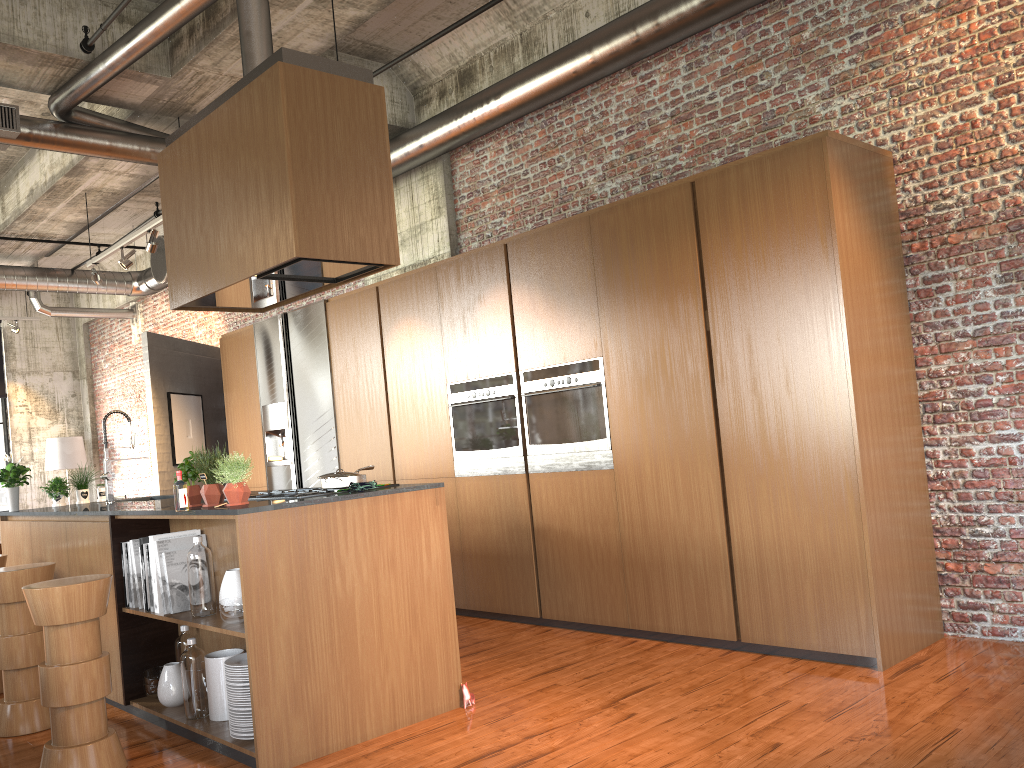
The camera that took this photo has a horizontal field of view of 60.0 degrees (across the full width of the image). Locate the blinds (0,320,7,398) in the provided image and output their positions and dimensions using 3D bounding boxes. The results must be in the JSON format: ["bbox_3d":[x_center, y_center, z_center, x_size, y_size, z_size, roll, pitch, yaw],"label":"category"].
[{"bbox_3d":[-9.995,-0.442,15.039,2.441,1.462,0.151,-3,-3,-43],"label":"blinds"}]

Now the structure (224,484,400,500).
[{"bbox_3d":[-1.276,0.655,5.396,0.677,0.019,1.099,-2,-5,-43],"label":"structure"}]

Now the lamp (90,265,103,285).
[{"bbox_3d":[-4.583,-1.210,9.768,0.102,0.211,0.261,-5,-3,-13],"label":"lamp"}]

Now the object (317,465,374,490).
[{"bbox_3d":[-1.006,0.571,5.422,0.331,0.120,0.730,-5,-3,-8],"label":"object"}]

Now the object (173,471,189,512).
[{"bbox_3d":[-1.699,0.548,4.544,0.056,0.208,0.056,-4,-2,-43],"label":"object"}]

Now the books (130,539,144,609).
[{"bbox_3d":[-2.154,1.139,5.417,0.293,0.414,0.101,-3,-3,-43],"label":"books"}]

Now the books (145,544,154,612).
[{"bbox_3d":[-2.010,1.127,5.259,0.284,0.391,0.036,-3,-3,-43],"label":"books"}]

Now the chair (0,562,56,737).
[{"bbox_3d":[-2.981,1.604,5.419,0.411,0.962,0.409,-6,-2,26],"label":"chair"}]

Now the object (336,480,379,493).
[{"bbox_3d":[-0.856,0.559,4.878,0.185,0.067,0.392,-6,-3,3],"label":"object"}]

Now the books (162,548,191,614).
[{"bbox_3d":[-1.867,1.127,5.111,0.246,0.347,0.085,-3,-3,-43],"label":"books"}]

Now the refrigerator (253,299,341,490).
[{"bbox_3d":[-1.839,0.737,9.744,1.210,3.047,1.520,-4,-3,-43],"label":"refrigerator"}]

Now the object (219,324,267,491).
[{"bbox_3d":[-2.750,0.866,10.549,0.859,3.042,0.912,-4,-2,-43],"label":"object"}]

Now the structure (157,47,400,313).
[{"bbox_3d":[-1.478,-1.135,5.403,0.663,1.124,1.632,-3,-3,-43],"label":"structure"}]

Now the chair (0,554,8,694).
[{"bbox_3d":[-3.859,1.750,6.434,0.411,0.962,0.409,-6,-2,26],"label":"chair"}]

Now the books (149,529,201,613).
[{"bbox_3d":[-1.958,1.093,5.196,0.284,0.443,0.059,-3,-3,-43],"label":"books"}]

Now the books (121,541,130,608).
[{"bbox_3d":[-2.274,1.167,5.527,0.284,0.395,0.036,-3,-3,-43],"label":"books"}]

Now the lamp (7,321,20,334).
[{"bbox_3d":[-8.528,-0.966,15.204,0.226,0.215,0.102,-5,-2,-2],"label":"lamp"}]

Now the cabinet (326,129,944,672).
[{"bbox_3d":[0.399,0.361,7.166,0.859,3.041,5.354,-4,-3,-43],"label":"cabinet"}]

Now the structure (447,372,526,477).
[{"bbox_3d":[-0.244,0.347,7.186,0.079,0.794,0.861,-4,-3,-43],"label":"structure"}]

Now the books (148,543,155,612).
[{"bbox_3d":[-1.983,1.119,5.235,0.284,0.400,0.036,-3,-3,-43],"label":"books"}]

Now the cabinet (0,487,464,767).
[{"bbox_3d":[-2.259,1.455,6.165,1.244,1.242,4.370,-3,-4,-43],"label":"cabinet"}]

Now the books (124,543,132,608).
[{"bbox_3d":[-2.240,1.164,5.506,0.284,0.391,0.036,-3,-3,-43],"label":"books"}]

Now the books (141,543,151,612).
[{"bbox_3d":[-2.044,1.130,5.280,0.284,0.395,0.036,-3,-3,-43],"label":"books"}]

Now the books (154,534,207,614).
[{"bbox_3d":[-1.897,1.098,5.142,0.293,0.414,0.101,-3,-3,-43],"label":"books"}]

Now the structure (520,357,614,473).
[{"bbox_3d":[0.367,0.249,6.531,0.079,0.794,0.861,-4,-3,-43],"label":"structure"}]

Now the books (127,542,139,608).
[{"bbox_3d":[-2.213,1.156,5.482,0.284,0.400,0.036,-3,-3,-43],"label":"books"}]

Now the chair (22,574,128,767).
[{"bbox_3d":[-2.186,1.469,4.440,0.411,0.962,0.409,-6,-2,26],"label":"chair"}]

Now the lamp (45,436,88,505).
[{"bbox_3d":[-7.960,2.085,15.944,0.693,2.241,0.708,-5,-2,-21],"label":"lamp"}]

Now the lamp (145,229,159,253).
[{"bbox_3d":[-3.516,-1.380,8.653,0.183,0.240,0.102,-7,-3,42],"label":"lamp"}]

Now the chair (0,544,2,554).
[{"bbox_3d":[-6.579,2.373,10.956,0.874,0.792,1.045,-3,-4,-42],"label":"chair"}]

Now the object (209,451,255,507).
[{"bbox_3d":[-1.457,0.493,4.645,0.221,0.283,0.211,-4,-3,-35],"label":"object"}]

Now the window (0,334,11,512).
[{"bbox_3d":[-10.005,0.694,15.137,2.577,3.432,0.050,-3,-3,-43],"label":"window"}]

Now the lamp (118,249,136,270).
[{"bbox_3d":[-4.018,-1.294,9.239,0.198,0.228,0.102,-4,-3,-33],"label":"lamp"}]

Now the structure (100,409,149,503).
[{"bbox_3d":[-3.156,0.577,7.219,0.360,0.749,0.168,-4,-3,-43],"label":"structure"}]

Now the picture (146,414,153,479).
[{"bbox_3d":[-5.604,0.970,14.220,0.040,1.063,1.067,-4,-3,-43],"label":"picture"}]

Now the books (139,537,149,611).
[{"bbox_3d":[-2.069,1.118,5.320,0.284,0.428,0.050,-3,-3,-43],"label":"books"}]

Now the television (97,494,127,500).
[{"bbox_3d":[-6.867,2.313,15.311,1.091,0.792,0.285,-7,-3,34],"label":"television"}]

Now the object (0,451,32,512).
[{"bbox_3d":[-4.115,0.801,7.299,0.268,0.502,0.304,-5,-2,-1],"label":"object"}]

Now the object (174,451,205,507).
[{"bbox_3d":[-1.806,0.532,4.978,0.178,0.311,0.173,-4,-3,-37],"label":"object"}]

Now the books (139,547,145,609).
[{"bbox_3d":[-2.091,1.153,5.367,0.284,0.369,0.050,-3,-3,-43],"label":"books"}]

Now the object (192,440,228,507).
[{"bbox_3d":[-1.639,0.478,4.806,0.196,0.367,0.186,-5,-2,-3],"label":"object"}]

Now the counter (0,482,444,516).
[{"bbox_3d":[-2.311,0.897,6.180,1.244,0.174,4.372,-2,-5,-43],"label":"counter"}]
